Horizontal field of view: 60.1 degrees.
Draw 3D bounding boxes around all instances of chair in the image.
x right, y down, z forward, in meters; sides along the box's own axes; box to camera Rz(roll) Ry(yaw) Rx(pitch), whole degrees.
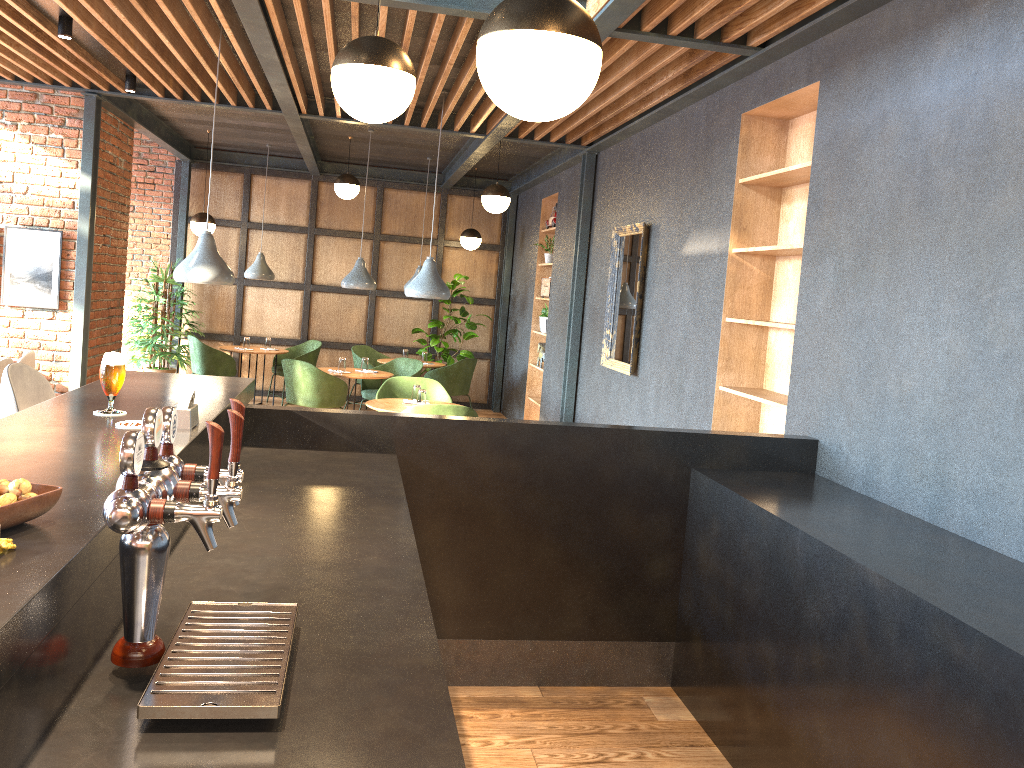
[{"bbox_3d":[-0.734,0.084,10.292,0.516,0.816,0.639,7,5,26],"label":"chair"},{"bbox_3d":[-0.566,0.516,6.318,0.638,0.816,0.517,4,4,-15],"label":"chair"},{"bbox_3d":[-1.923,0.170,8.539,0.640,0.816,0.515,8,5,35],"label":"chair"},{"bbox_3d":[-0.843,0.374,7.448,0.638,0.816,0.517,4,4,-10],"label":"chair"},{"bbox_3d":[-1.537,0.558,3.126,0.507,1.240,0.420,4,4,-10],"label":"chair"},{"bbox_3d":[-2.661,-0.138,10.886,0.514,0.816,0.641,2,5,-35],"label":"chair"},{"bbox_3d":[-1.278,0.139,9.344,0.640,0.816,0.515,8,5,40],"label":"chair"},{"bbox_3d":[-3.491,-0.143,10.276,0.514,0.816,0.641,2,5,-35],"label":"chair"},{"bbox_3d":[-1.661,-0.039,10.733,0.516,0.816,0.639,6,5,21],"label":"chair"},{"bbox_3d":[-3.867,0.177,6.611,0.507,0.885,0.420,4,4,-14],"label":"chair"},{"bbox_3d":[-3.734,0.244,6.081,0.507,0.885,0.419,5,4,-4],"label":"chair"}]

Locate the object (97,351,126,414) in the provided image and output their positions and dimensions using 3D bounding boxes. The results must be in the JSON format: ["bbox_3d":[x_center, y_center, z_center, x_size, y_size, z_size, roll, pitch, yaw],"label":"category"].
[{"bbox_3d":[-1.163,-0.006,2.575,0.070,0.177,0.070,4,4,-7],"label":"object"}]

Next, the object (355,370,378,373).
[{"bbox_3d":[-1.471,-0.132,9.020,0.243,0.019,0.157,11,8,44],"label":"object"}]

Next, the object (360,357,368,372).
[{"bbox_3d":[-1.497,-0.200,9.015,0.080,0.138,0.080,7,4,27],"label":"object"}]

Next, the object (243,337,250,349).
[{"bbox_3d":[-3.124,-0.483,10.422,0.080,0.138,0.080,2,5,-32],"label":"object"}]

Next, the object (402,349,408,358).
[{"bbox_3d":[-1.276,-0.347,10.582,0.080,0.138,0.080,2,5,-33],"label":"object"}]

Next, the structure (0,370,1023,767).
[{"bbox_3d":[0.230,0.802,1.468,2.915,1.392,4.941,4,6,-10],"label":"structure"}]

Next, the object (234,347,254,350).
[{"bbox_3d":[-3.155,-0.419,10.418,0.157,0.019,0.243,-1,8,-44],"label":"object"}]

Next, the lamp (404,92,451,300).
[{"bbox_3d":[-0.465,-2.887,6.668,0.353,4.478,0.353,6,4,25],"label":"lamp"}]

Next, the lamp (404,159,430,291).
[{"bbox_3d":[-0.920,-3.311,10.339,0.353,4.478,0.353,6,4,25],"label":"lamp"}]

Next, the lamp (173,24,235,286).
[{"bbox_3d":[-1.670,-2.833,5.207,0.353,4.478,0.353,6,4,25],"label":"lamp"}]

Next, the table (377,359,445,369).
[{"bbox_3d":[-1.222,0.085,10.529,0.807,0.685,0.811,4,5,-10],"label":"table"}]

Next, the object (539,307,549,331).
[{"bbox_3d":[0.391,-0.736,10.034,0.173,0.294,0.191,2,5,-36],"label":"object"}]

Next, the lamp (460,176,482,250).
[{"bbox_3d":[-0.367,-3.544,10.891,0.269,3.784,0.268,7,4,33],"label":"lamp"}]

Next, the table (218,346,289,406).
[{"bbox_3d":[-3.102,-0.076,10.574,0.809,0.685,0.808,7,6,29],"label":"table"}]

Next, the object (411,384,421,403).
[{"bbox_3d":[-0.752,0.076,6.978,0.080,0.138,0.080,8,5,42],"label":"object"}]

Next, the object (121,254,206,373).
[{"bbox_3d":[-4.178,-0.688,10.596,0.978,1.718,0.917,1,5,-45],"label":"object"}]

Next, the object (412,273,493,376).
[{"bbox_3d":[-0.793,-0.510,11.228,1.057,1.790,0.724,5,4,0],"label":"object"}]

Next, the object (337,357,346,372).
[{"bbox_3d":[-1.689,-0.193,8.800,0.080,0.138,0.080,7,4,27],"label":"object"}]

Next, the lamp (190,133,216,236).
[{"bbox_3d":[-3.256,-3.501,9.649,0.269,3.784,0.268,7,4,33],"label":"lamp"}]

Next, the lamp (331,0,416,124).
[{"bbox_3d":[-0.297,-2.718,2.730,0.268,3.784,0.269,4,3,-8],"label":"lamp"}]

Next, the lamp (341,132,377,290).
[{"bbox_3d":[-1.349,-3.177,8.728,0.353,4.478,0.353,6,4,25],"label":"lamp"}]

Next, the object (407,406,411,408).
[{"bbox_3d":[-0.697,0.178,6.678,0.242,0.019,0.158,4,6,-11],"label":"object"}]

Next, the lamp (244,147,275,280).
[{"bbox_3d":[-2.808,-3.470,10.363,0.353,4.478,0.353,6,4,25],"label":"lamp"}]

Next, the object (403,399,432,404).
[{"bbox_3d":[-0.741,0.140,7.009,0.242,0.019,0.158,4,6,-11],"label":"object"}]

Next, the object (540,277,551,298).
[{"bbox_3d":[0.460,-1.067,9.833,0.199,0.240,0.342,4,5,-15],"label":"object"}]

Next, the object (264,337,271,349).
[{"bbox_3d":[-2.929,-0.489,10.633,0.080,0.138,0.080,2,5,-32],"label":"object"}]

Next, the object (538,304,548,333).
[{"bbox_3d":[0.393,-0.730,9.816,0.213,0.328,0.233,4,4,-5],"label":"object"}]

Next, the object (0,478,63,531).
[{"bbox_3d":[-0.858,0.195,1.443,0.168,0.072,0.168,6,6,10],"label":"object"}]

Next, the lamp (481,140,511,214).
[{"bbox_3d":[-0.003,-3.456,8.076,0.268,3.784,0.269,2,4,-38],"label":"lamp"}]

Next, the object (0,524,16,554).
[{"bbox_3d":[-0.782,0.224,1.289,0.078,0.060,0.108,5,5,-2],"label":"object"}]

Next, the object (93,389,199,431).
[{"bbox_3d":[-0.970,0.122,1.888,0.322,0.106,1.516,4,6,-7],"label":"object"}]

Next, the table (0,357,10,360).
[{"bbox_3d":[-4.141,0.309,5.717,0.658,0.763,2.784,4,6,-10],"label":"table"}]

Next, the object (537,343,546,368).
[{"bbox_3d":[0.366,-0.319,9.871,0.150,0.257,0.523,4,5,-11],"label":"object"}]

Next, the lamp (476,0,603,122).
[{"bbox_3d":[0.203,-2.445,1.787,0.268,3.784,0.269,4,3,-20],"label":"lamp"}]

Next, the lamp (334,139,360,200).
[{"bbox_3d":[-1.595,-3.829,9.242,0.268,3.784,0.269,3,4,-31],"label":"lamp"}]

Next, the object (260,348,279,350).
[{"bbox_3d":[-2.903,-0.421,10.638,0.157,0.019,0.243,-1,8,-44],"label":"object"}]

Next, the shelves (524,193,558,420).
[{"bbox_3d":[0.444,-0.710,9.810,0.284,2.699,0.839,4,4,-10],"label":"shelves"}]

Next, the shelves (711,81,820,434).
[{"bbox_3d":[1.361,-0.082,4.556,0.284,2.699,0.839,4,4,-10],"label":"shelves"}]

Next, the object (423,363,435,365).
[{"bbox_3d":[-1.031,-0.241,10.405,0.158,0.019,0.243,9,7,34],"label":"object"}]

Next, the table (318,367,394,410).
[{"bbox_3d":[-1.623,0.219,8.930,0.809,0.685,0.808,8,6,31],"label":"table"}]

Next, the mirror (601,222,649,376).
[{"bbox_3d":[0.843,-0.642,6.630,0.061,1.083,0.771,4,4,-10],"label":"mirror"}]

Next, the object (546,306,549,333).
[{"bbox_3d":[0.437,-0.712,9.580,0.143,0.349,0.144,5,4,7],"label":"object"}]

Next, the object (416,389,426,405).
[{"bbox_3d":[-0.684,0.111,6.699,0.080,0.138,0.080,8,5,42],"label":"object"}]

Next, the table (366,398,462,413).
[{"bbox_3d":[-0.749,0.511,6.851,0.810,0.685,0.807,9,6,39],"label":"table"}]

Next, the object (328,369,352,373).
[{"bbox_3d":[-1.719,-0.129,8.795,0.243,0.019,0.157,11,8,44],"label":"object"}]

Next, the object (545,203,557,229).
[{"bbox_3d":[0.515,-1.842,9.739,0.204,0.284,0.519,4,5,-10],"label":"object"}]

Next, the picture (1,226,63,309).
[{"bbox_3d":[-3.841,-0.929,7.087,0.429,0.629,0.015,4,3,-10],"label":"picture"}]

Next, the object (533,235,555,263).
[{"bbox_3d":[0.439,-1.499,9.829,0.174,0.328,0.539,2,6,-31],"label":"object"}]

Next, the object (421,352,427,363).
[{"bbox_3d":[-1.033,-0.311,10.431,0.080,0.138,0.080,5,4,-3],"label":"object"}]
